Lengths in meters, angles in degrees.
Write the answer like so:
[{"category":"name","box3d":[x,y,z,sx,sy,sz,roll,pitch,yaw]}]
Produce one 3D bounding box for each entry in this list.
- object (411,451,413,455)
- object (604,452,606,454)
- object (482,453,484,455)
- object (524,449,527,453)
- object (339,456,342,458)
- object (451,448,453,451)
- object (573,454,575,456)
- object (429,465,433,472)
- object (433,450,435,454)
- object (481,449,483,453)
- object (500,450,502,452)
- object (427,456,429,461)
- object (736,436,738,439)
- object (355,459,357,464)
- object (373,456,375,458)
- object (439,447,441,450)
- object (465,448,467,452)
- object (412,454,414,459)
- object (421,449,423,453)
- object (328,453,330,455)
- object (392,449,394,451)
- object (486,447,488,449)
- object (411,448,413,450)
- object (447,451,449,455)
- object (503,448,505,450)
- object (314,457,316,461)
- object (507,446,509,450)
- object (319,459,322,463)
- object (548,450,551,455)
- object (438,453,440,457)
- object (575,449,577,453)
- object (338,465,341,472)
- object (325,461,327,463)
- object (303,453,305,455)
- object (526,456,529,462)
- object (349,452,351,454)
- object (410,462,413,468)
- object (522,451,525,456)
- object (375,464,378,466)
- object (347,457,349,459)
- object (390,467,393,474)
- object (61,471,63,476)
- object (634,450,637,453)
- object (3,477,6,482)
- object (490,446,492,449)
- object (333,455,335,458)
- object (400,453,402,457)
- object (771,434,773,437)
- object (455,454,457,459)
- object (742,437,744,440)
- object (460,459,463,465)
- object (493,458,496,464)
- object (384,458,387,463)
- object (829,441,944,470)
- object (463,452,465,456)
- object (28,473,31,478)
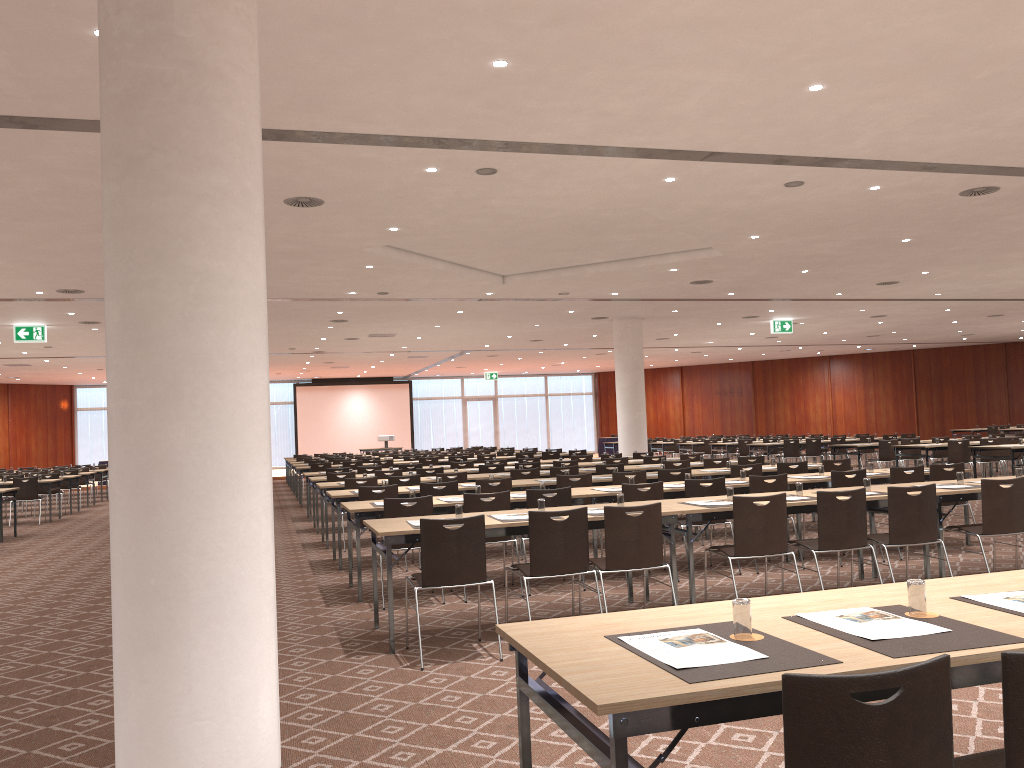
[{"category":"object","box3d":[-2.943,2.030,26.133,0.054,0.114,0.054,-3,-2,18]},{"category":"object","box3d":[1.851,1.409,17.642,0.054,0.114,0.054,-3,-2,18]},{"category":"object","box3d":[-0.666,1.658,20.546,0.054,0.114,0.054,-4,-3,40]},{"category":"object","box3d":[0.350,1.734,22.921,0.054,0.114,0.054,-3,-2,18]},{"category":"object","box3d":[-4.563,1.971,23.598,0.054,0.114,0.054,-3,-2,18]},{"category":"object","box3d":[-1.923,2.106,28.503,0.054,0.114,0.054,-3,-2,18]},{"category":"object","box3d":[1.223,1.426,17.454,0.054,0.114,0.054,-2,-2,-5]},{"category":"object","box3d":[-1.335,1.392,14.636,0.054,0.114,0.054,-2,-2,-5]},{"category":"object","box3d":[-2.310,2.013,26.310,0.054,0.114,0.054,-3,-2,18]},{"category":"object","box3d":[-0.821,1.869,24.665,0.054,0.114,0.054,-3,-2,18]},{"category":"object","box3d":[-0.278,1.750,22.729,0.054,0.114,0.054,-3,-2,18]},{"category":"object","box3d":[-1.910,1.692,20.183,0.054,0.114,0.054,-4,-3,40]},{"category":"object","box3d":[7.373,1.749,29.086,0.054,0.114,0.054,-4,-3,40]},{"category":"object","box3d":[-3.474,1.735,19.753,0.054,0.114,0.054,-3,-2,18]},{"category":"object","box3d":[-3.404,1.836,21.847,0.054,0.114,0.054,-4,-3,40]},{"category":"object","box3d":[-2.464,2.224,30.430,0.054,0.114,0.054,-3,-2,18]},{"category":"object","box3d":[-1.368,1.987,26.581,0.054,0.114,0.054,-3,-2,18]},{"category":"object","box3d":[-2.468,1.811,22.115,0.054,0.114,0.054,-4,-3,40]},{"category":"object","box3d":[-2.855,2.131,28.230,0.054,0.114,0.054,-3,-2,18]},{"category":"object","box3d":[-5.655,2.207,27.431,0.054,0.114,0.054,-3,-2,18]},{"category":"object","box3d":[-4.027,2.266,29.973,0.054,0.114,0.054,-3,-2,18]},{"category":"object","box3d":[-0.747,1.970,26.752,0.054,0.114,0.054,-3,-2,18]},{"category":"object","box3d":[-3.410,2.250,30.160,0.054,0.114,0.054,-3,-2,18]},{"category":"object","box3d":[-1.768,1.895,24.390,0.054,0.114,0.054,-3,-2,18]},{"category":"object","box3d":[-0.211,1.853,24.841,0.054,0.114,0.054,-3,-2,18]},{"category":"object","box3d":[-5.189,1.988,23.404,0.054,0.114,0.054,-4,-3,40]},{"category":"object","box3d":[-0.122,1.953,26.936,0.054,0.114,0.054,-4,-3,40]},{"category":"object","box3d":[-4.644,1.870,21.494,0.054,0.114,0.054,-4,-3,40]},{"category":"object","box3d":[0.886,1.616,20.991,0.054,0.114,0.054,-3,-2,18]},{"category":"object","box3d":[-1.829,1.793,22.288,0.054,0.114,0.054,-4,-3,40]},{"category":"object","box3d":[1.524,1.598,21.169,0.054,0.114,0.054,-4,-3,40]},{"category":"object","box3d":[-3.144,1.545,16.196,0.054,0.114,0.054,-1,-3,-27]},{"category":"object","box3d":[-4.102,1.752,19.574,0.054,0.114,0.054,-4,-3,40]},{"category":"object","box3d":[-6.836,2.342,29.166,0.054,0.114,0.054,-4,-3,40]},{"category":"object","box3d":[0.291,1.451,17.182,0.054,0.114,0.054,-1,-3,-27]},{"category":"object","box3d":[-5.041,2.191,27.611,0.054,0.114,0.054,-3,-2,18]},{"category":"object","box3d":[-1.884,1.511,16.571,0.054,0.114,0.054,-3,-2,18]},{"category":"object","box3d":[0.272,1.633,20.820,0.054,0.114,0.054,-3,-2,18]},{"category":"object","box3d":[-2.510,1.528,16.384,0.054,0.114,0.054,-2,-2,-5]},{"category":"object","box3d":[-4.012,1.852,21.663,0.054,0.114,0.054,-4,-3,40]},{"category":"object","box3d":[-1.969,1.410,14.466,0.054,0.114,0.054,-2,-2,-5]},{"category":"object","box3d":[-10.108,2.019,19.915,0.054,0.114,0.054,-4,-3,40]},{"category":"object","box3d":[2.481,1.392,17.818,0.054,0.114,0.054,-1,-3,-27]},{"category":"object","box3d":[-10.195,1.918,17.827,0.054,0.114,0.054,-4,-3,40]},{"category":"object","box3d":[-0.677,2.072,28.864,0.054,0.114,0.054,-4,-3,40]},{"category":"object","box3d":[-5.106,2.089,25.505,0.054,0.114,0.054,-3,-2,18]},{"category":"object","box3d":[-3.007,1.928,24.029,0.054,0.114,0.054,-3,-2,18]},{"category":"object","box3d":[8.630,1.714,29.445,0.054,0.114,0.054,-4,-3,40]},{"category":"object","box3d":[-1.284,1.675,20.373,0.054,0.114,0.054,-4,-3,40]},{"category":"object","box3d":[7.000,1.656,26.899,0.054,0.114,0.054,-1,-3,-27]},{"category":"object","box3d":[-0.955,1.485,16.833,0.054,0.114,0.054,-1,-3,-27]},{"category":"object","box3d":[-0.340,1.468,17.004,0.054,0.114,0.054,-1,-3,-27]},{"category":"object","box3d":[-2.842,1.717,19.919,0.054,0.114,0.054,-3,-2,18]},{"category":"object","box3d":[8.270,1.712,19.493,2.267,0.832,0.953,-2,-3,-16]},{"category":"object","box3d":[-1.212,1.776,22.469,0.054,0.114,0.054,-4,-3,40]},{"category":"object","box3d":[-10.740,2.037,19.749,0.054,0.114,0.054,-4,-3,40]}]
